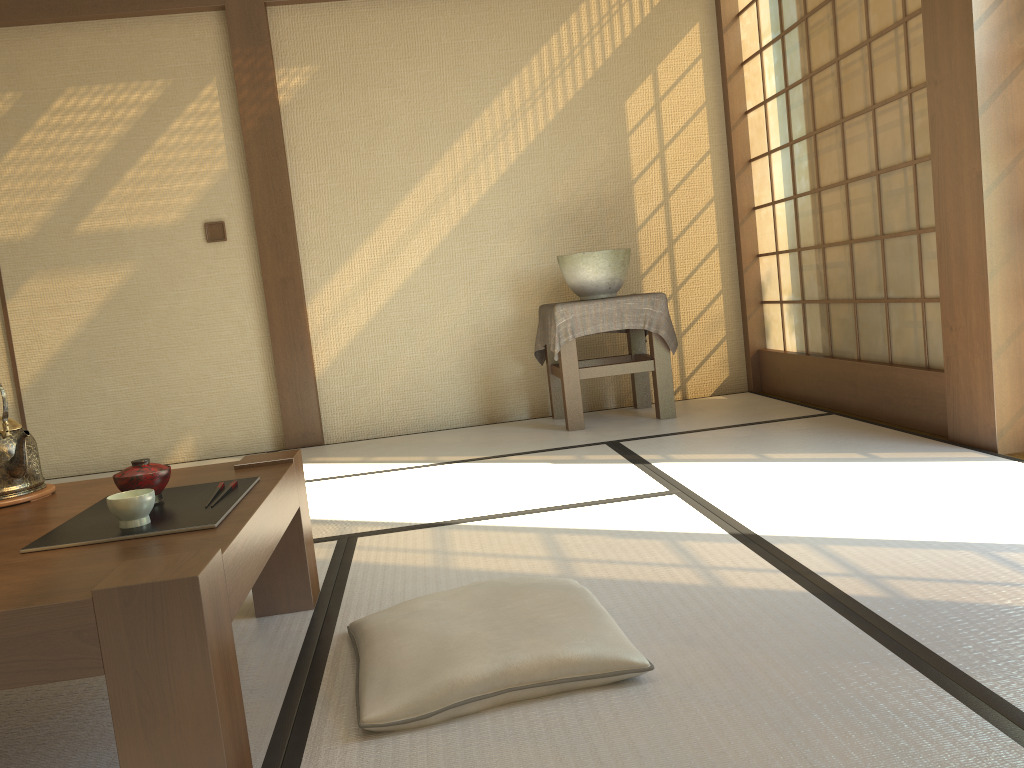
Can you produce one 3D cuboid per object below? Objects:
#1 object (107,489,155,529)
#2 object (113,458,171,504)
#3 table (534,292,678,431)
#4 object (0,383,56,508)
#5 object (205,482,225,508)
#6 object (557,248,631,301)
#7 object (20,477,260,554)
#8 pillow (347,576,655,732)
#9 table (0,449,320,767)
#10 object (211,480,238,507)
[{"bbox_3d":[-0.627,0.207,1.467,0.073,0.052,0.074,-2,7,37],"label":"object"},{"bbox_3d":[-0.677,0.179,1.631,0.100,0.080,0.100,-7,6,-6],"label":"object"},{"bbox_3d":[0.454,-0.126,4.377,0.629,0.595,0.633,-7,6,-6],"label":"table"},{"bbox_3d":[-1.106,0.104,1.875,0.226,0.296,0.219,-7,6,-11],"label":"object"},{"bbox_3d":[-0.550,0.204,1.640,0.008,0.008,0.200,-7,6,-9],"label":"object"},{"bbox_3d":[0.411,-0.529,4.324,0.357,0.230,0.358,-10,7,-36],"label":"object"},{"bbox_3d":[-0.639,0.226,1.591,0.300,0.007,0.400,-7,6,-6],"label":"object"},{"bbox_3d":[-0.055,0.466,1.648,0.486,0.107,0.496,-8,6,-12],"label":"pillow"},{"bbox_3d":[-0.921,0.430,1.574,1.000,0.350,1.000,-7,6,-6],"label":"table"},{"bbox_3d":[-0.532,0.202,1.641,0.008,0.008,0.200,-7,6,-5],"label":"object"}]
